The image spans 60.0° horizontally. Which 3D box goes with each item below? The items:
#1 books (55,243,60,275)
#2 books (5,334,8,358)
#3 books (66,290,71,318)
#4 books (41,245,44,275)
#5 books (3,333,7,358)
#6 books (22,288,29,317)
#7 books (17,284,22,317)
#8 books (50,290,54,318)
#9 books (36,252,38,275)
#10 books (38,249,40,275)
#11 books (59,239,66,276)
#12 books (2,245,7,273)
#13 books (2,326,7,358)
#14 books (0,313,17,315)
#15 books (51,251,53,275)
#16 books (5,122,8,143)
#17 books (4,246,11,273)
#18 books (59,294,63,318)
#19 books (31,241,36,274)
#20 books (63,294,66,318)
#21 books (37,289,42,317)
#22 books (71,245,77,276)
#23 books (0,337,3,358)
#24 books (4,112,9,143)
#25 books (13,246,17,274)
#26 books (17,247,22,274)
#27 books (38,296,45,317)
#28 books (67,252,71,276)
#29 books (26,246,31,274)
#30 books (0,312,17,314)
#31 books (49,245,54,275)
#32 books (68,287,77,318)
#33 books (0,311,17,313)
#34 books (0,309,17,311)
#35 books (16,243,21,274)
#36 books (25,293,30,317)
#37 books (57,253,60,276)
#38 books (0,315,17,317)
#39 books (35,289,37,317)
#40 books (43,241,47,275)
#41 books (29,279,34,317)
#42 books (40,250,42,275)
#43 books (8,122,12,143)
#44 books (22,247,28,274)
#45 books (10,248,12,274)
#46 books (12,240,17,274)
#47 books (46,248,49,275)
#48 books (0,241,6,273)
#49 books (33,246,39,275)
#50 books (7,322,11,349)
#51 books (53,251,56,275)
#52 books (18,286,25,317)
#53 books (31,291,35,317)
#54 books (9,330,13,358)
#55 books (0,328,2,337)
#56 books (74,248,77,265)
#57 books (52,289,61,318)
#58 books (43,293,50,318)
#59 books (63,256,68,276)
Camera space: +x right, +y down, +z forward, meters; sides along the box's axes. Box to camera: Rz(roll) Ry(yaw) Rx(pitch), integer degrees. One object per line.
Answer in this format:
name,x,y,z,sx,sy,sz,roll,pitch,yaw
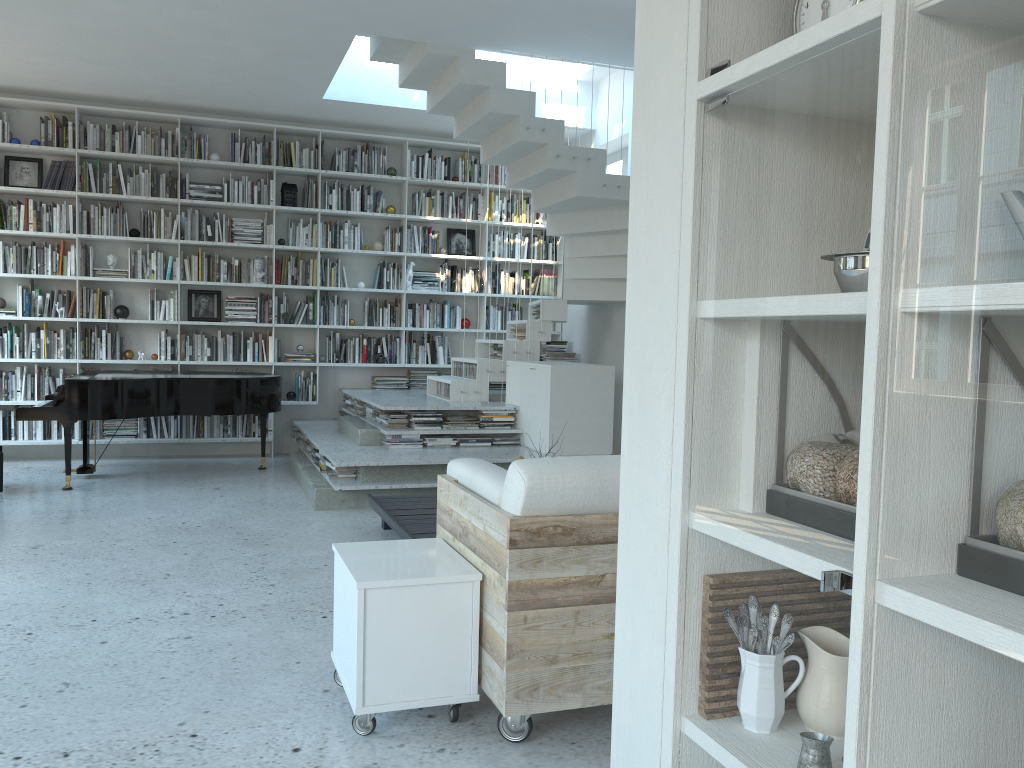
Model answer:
books,-4.065,-1.106,7.934,0.015,0.293,0.143,0,4,-19
books,-4.449,-0.337,7.828,0.015,0.217,0.180,0,4,-19
books,-3.988,-0.718,7.976,0.021,0.251,0.154,0,4,-19
books,-4.164,-1.096,7.885,0.012,0.272,0.145,0,4,-19
books,-4.467,-0.339,7.835,0.015,0.218,0.176,0,4,-19
books,-4.315,-0.722,7.864,0.031,0.255,0.143,0,4,-19
books,-4.355,-0.737,7.842,0.012,0.285,0.159,0,4,-19
books,-4.118,-0.714,7.940,0.013,0.242,0.141,0,4,-19
books,-4.207,-1.063,7.879,0.021,0.205,0.130,0,4,-19
books,-4.186,-1.074,7.871,0.013,0.229,0.176,0,4,-19
books,-4.023,-1.122,7.932,0.035,0.326,0.170,0,4,-19
books,-4.448,-1.084,7.778,0.011,0.246,0.176,0,4,-19
books,-4.475,-0.369,7.823,0.008,0.280,0.164,0,4,-19
books,-4.508,-0.614,7.806,0.254,0.012,0.160,0,3,-18
books,-4.095,-1.069,7.917,0.012,0.217,0.160,0,4,-19
books,-4.392,-2.163,7.728,0.014,0.202,0.170,0,4,-19
books,-4.427,-1.084,7.810,0.049,0.243,0.139,0,4,-19
books,-4.034,-0.695,7.948,0.030,0.208,0.172,0,4,-19
books,-4.238,-1.110,7.854,0.013,0.300,0.151,0,4,-19
books,-4.010,-0.697,7.967,0.027,0.210,0.143,0,4,-19
books,-4.203,-0.718,7.888,0.011,0.250,0.172,0,4,-19
books,-3.940,-1.102,7.972,0.027,0.286,0.148,0,4,-19
books,-4.482,-0.323,7.802,0.019,0.189,0.193,0,4,-19
books,-4.409,-2.210,7.736,0.015,0.293,0.130,0,4,-19
books,-4.360,-1.084,7.803,0.021,0.247,0.188,0,4,-19
books,-4.329,-1.079,7.815,0.024,0.237,0.166,0,4,-19
books,-4.180,-0.687,7.885,0.029,0.190,0.188,0,4,-19
books,-3.967,-1.071,7.960,0.031,0.223,0.144,0,4,-19
books,-4.273,-1.090,7.862,0.048,0.256,0.141,0,4,-19
books,-4.507,-0.626,7.801,0.254,0.012,0.160,0,3,-22
books,-4.102,-1.097,7.897,0.015,0.275,0.157,0,4,-19
books,-3.926,-0.727,7.955,0.082,0.276,0.228,0,4,-19
books,-4.506,-0.638,7.798,0.285,0.012,0.159,1,3,-15
books,-4.508,-0.651,7.804,0.254,0.012,0.160,0,3,-18
books,-4.351,-1.097,7.824,0.011,0.271,0.157,0,4,-19
books,-4.277,-0.696,7.848,0.029,0.208,0.189,0,4,-19
books,-4.048,-1.061,7.927,0.013,0.203,0.161,0,4,-19
books,-4.507,-0.602,7.803,0.285,0.012,0.159,1,3,-16
books,-4.224,-0.718,7.900,0.022,0.249,0.129,0,4,-19
books,-4.158,-1.113,7.902,0.011,0.304,0.129,0,4,-19
books,-4.268,-0.762,7.882,0.011,0.336,0.153,0,4,-19
books,-4.178,-1.074,7.886,0.013,0.228,0.151,0,4,-19
books,-4.382,-2.168,7.741,0.013,0.210,0.136,0,4,-19
books,-4.300,-1.082,7.834,0.023,0.242,0.184,0,4,-19
books,-4.391,-1.076,7.803,0.014,0.230,0.148,0,4,-19
books,-4.378,-1.108,7.803,0.011,0.293,0.183,0,4,-19
books,-4.132,-1.082,7.918,0.028,0.242,0.131,0,4,-19
books,-4.466,-1.103,7.779,0.023,0.281,0.174,0,4,-19
books,-4.226,-1.089,7.870,0.021,0.257,0.155,0,4,-19
books,-4.441,-0.387,7.837,0.006,0.315,0.145,0,4,-19
books,-4.081,-1.070,7.926,0.021,0.221,0.148,0,4,-19
books,-4.338,-0.730,7.847,0.024,0.273,0.150,0,4,-19
books,-4.252,-0.710,7.898,0.030,0.231,0.147,0,4,-19
books,-4.416,-0.350,7.831,0.009,0.244,0.184,0,4,-19
books,-4.498,-0.361,7.811,0.007,0.264,0.176,0,4,-19
books,-3.911,-1.088,7.984,0.036,0.258,0.123,0,4,-19
books,-4.078,-0.720,7.938,0.060,0.255,0.158,0,4,-19
books,-4.151,-0.701,7.930,0.056,0.214,0.142,0,4,-19
books,-3.996,-1.051,7.951,0.030,0.183,0.151,0,4,-19
